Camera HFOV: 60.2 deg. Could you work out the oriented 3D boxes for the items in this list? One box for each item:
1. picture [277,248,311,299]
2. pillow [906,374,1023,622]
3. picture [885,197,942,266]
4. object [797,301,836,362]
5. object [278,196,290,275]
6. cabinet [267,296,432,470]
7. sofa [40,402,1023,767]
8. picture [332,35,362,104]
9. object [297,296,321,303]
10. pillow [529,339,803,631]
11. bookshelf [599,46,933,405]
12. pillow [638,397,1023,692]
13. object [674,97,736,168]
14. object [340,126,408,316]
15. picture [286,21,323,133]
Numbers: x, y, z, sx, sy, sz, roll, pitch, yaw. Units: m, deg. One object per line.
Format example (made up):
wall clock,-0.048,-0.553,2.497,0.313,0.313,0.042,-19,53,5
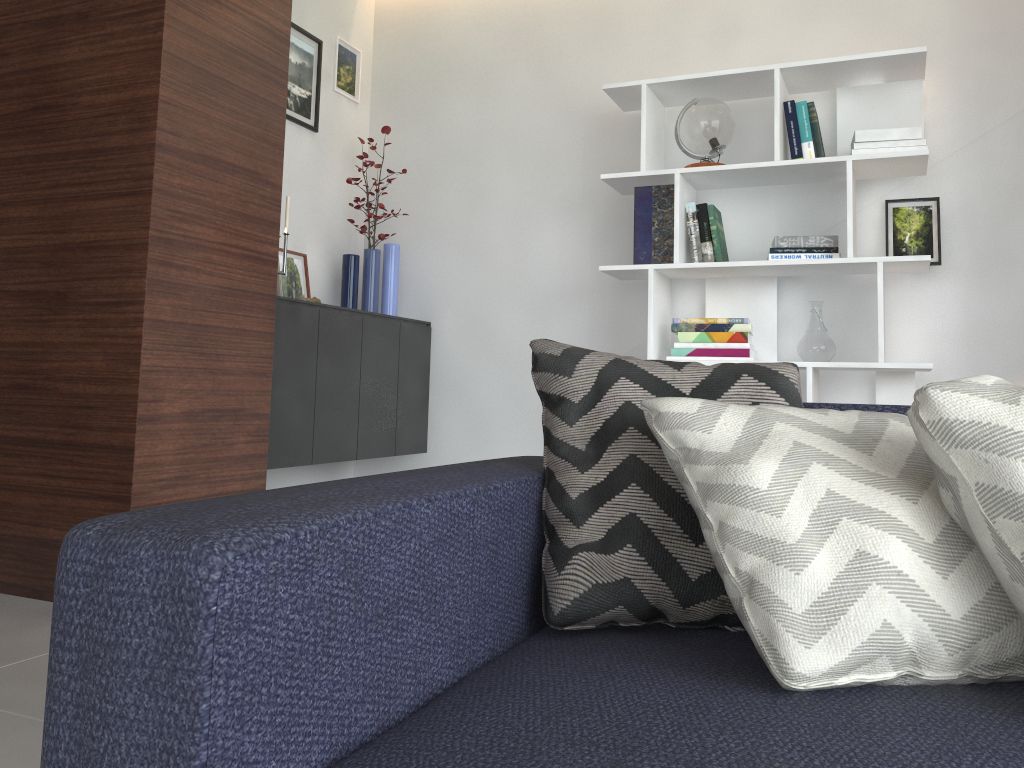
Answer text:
picture,-0.904,-0.426,3.656,0.059,0.258,0.201,-1,-4,24
pillow,0.673,0.168,0.963,0.417,0.354,0.279,3,-4,-23
picture,1.456,-0.552,3.210,0.182,0.258,0.058,0,-6,23
object,1.085,-0.184,3.150,0.132,0.221,0.131,-1,-5,29
object,-0.877,-0.514,3.230,0.101,0.429,0.100,1,-5,7
cabinet,-0.772,-0.001,3.521,0.398,0.588,1.125,0,-2,24
sofa,0.963,0.338,0.169,2.872,0.612,1.889,1,-1,24
picture,-0.758,-1.449,4.080,0.015,0.259,0.201,-1,-4,24
object,-0.799,-0.319,3.457,0.099,0.046,0.104,2,-1,-20
pillow,0.237,0.130,1.234,0.415,0.389,0.220,2,-4,-6
bookshelf,0.914,-0.243,3.272,1.150,1.834,0.298,0,-6,23
pillow,0.402,0.169,1.051,0.415,0.296,0.328,2,-3,-14
object,0.736,-0.912,3.377,0.234,0.386,0.219,-2,-6,43
object,-0.632,-0.720,3.971,0.269,0.867,0.270,-2,-6,38
picture,-0.907,-1.307,3.734,0.017,0.416,0.309,-1,-4,24
